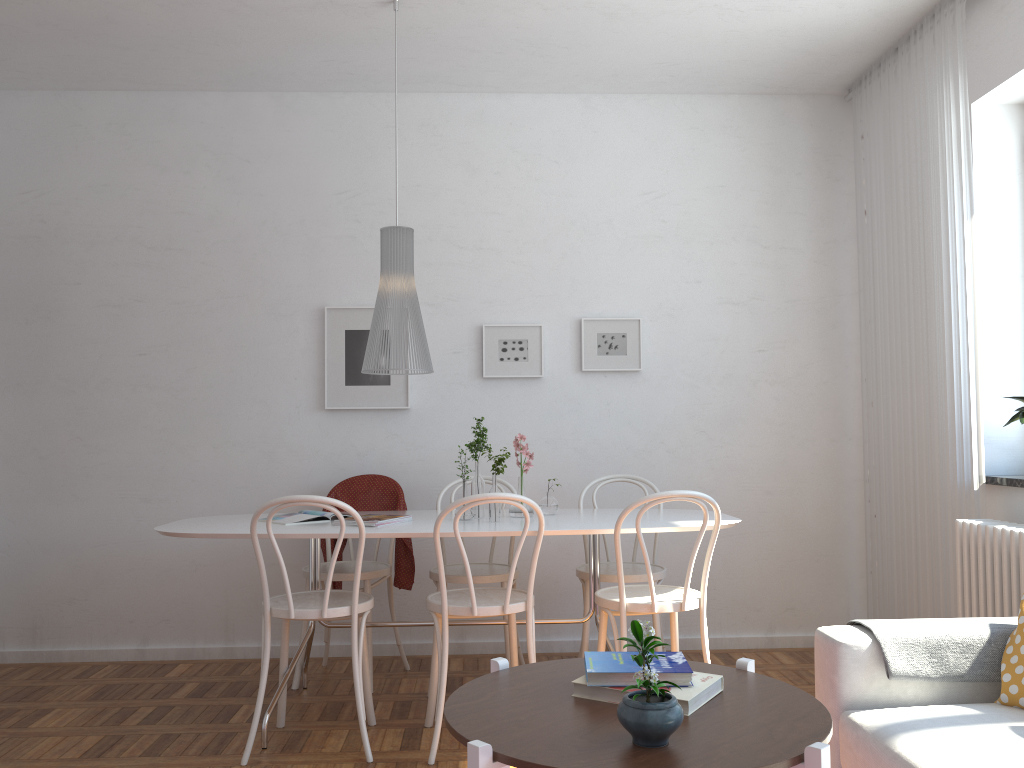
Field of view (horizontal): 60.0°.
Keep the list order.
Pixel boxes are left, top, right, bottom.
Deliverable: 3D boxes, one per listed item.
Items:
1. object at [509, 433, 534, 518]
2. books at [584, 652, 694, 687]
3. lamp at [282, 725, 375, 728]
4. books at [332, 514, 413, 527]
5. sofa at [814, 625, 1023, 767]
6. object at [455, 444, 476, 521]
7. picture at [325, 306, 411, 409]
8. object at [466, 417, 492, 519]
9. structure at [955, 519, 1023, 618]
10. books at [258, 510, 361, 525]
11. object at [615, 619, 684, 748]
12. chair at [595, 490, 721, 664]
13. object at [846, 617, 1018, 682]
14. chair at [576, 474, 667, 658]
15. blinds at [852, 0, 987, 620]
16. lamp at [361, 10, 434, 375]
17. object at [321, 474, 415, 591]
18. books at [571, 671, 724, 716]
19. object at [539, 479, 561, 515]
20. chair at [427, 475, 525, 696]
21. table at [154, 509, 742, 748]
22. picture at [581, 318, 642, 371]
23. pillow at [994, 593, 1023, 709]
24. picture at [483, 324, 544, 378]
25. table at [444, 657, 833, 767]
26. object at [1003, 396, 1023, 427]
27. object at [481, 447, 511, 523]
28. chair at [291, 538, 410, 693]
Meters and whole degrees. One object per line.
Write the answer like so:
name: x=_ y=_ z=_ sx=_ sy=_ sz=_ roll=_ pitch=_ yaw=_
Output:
object: x=0.039 y=0.381 z=3.715 sx=0.108 sy=0.348 sz=0.111 roll=1 pitch=-3 yaw=-33
books: x=0.215 y=0.490 z=1.530 sx=0.174 sy=0.024 sz=0.136 roll=-1 pitch=-3 yaw=3
lamp: x=0.461 y=0.531 z=1.602 sx=0.332 sy=1.345 sz=4.595 roll=1 pitch=-3 yaw=-33
books: x=-0.545 y=0.538 z=3.502 sx=0.204 sy=0.022 sz=0.278 roll=-2 pitch=-4 yaw=24
sofa: x=1.341 y=0.750 z=1.180 sx=1.004 sy=0.842 sz=2.464 roll=0 pitch=-3 yaw=-2
object: x=-0.190 y=0.396 z=3.589 sx=0.084 sy=0.308 sz=0.084 roll=-3 pitch=-3 yaw=43
picture: x=-0.739 y=-0.134 z=4.547 sx=0.431 sy=0.524 sz=0.050 roll=0 pitch=-2 yaw=-2
object: x=-0.134 y=0.344 z=3.659 sx=0.110 sy=0.419 sz=0.107 roll=0 pitch=-2 yaw=-14
structure: x=1.806 y=0.797 z=2.923 sx=0.224 sy=0.623 sz=0.973 roll=0 pitch=-3 yaw=-2
books: x=-0.823 y=0.548 z=3.694 sx=0.405 sy=0.029 sz=0.266 roll=2 pitch=-4 yaw=-42
object: x=0.196 y=0.427 z=1.284 sx=0.096 sy=0.174 sz=0.109 roll=1 pitch=-3 yaw=-24
chair: x=0.975 y=0.533 z=1.750 sx=0.448 sy=1.341 sz=3.697 roll=0 pitch=-3 yaw=-17
object: x=1.204 y=0.882 z=2.315 sx=0.608 sy=0.533 sz=0.288 roll=0 pitch=-2 yaw=-2
chair: x=0.508 y=0.879 z=4.011 sx=0.448 sy=0.917 sz=0.520 roll=-1 pitch=-2 yaw=3
blinds: x=1.798 y=-0.124 z=3.979 sx=0.055 sy=2.885 sz=1.038 roll=0 pitch=-2 yaw=-2
lamp: x=-0.471 y=-0.793 z=3.625 sx=0.293 sy=1.495 sz=0.293 roll=-3 pitch=-3 yaw=43
object: x=-0.698 y=0.733 z=4.322 sx=0.491 sy=0.579 sz=0.201 roll=-1 pitch=-2 yaw=12
books: x=0.232 y=0.514 z=1.512 sx=0.209 sy=0.026 sz=0.162 roll=-3 pitch=-4 yaw=33
object: x=0.161 y=0.484 z=3.807 sx=0.087 sy=0.151 sz=0.112 roll=-1 pitch=-3 yaw=20
chair: x=-0.151 y=0.886 z=4.025 sx=0.448 sy=0.917 sz=0.520 roll=0 pitch=-2 yaw=-2
table: x=-0.237 y=0.936 z=3.600 sx=2.289 sy=0.769 sz=0.932 roll=0 pitch=-3 yaw=-2
picture: x=0.516 y=-0.204 z=4.600 sx=0.311 sy=0.273 sz=0.047 roll=0 pitch=-2 yaw=-2
pillow: x=1.390 y=0.616 z=2.045 sx=0.313 sy=0.317 sz=0.465 roll=1 pitch=-3 yaw=-34
picture: x=0.006 y=-0.170 z=4.579 sx=0.311 sy=0.273 sz=0.047 roll=0 pitch=-2 yaw=-2
table: x=0.201 y=0.853 z=1.442 sx=0.618 sy=0.687 sz=0.618 roll=0 pitch=-3 yaw=-4
object: x=1.946 y=0.185 z=3.171 sx=0.354 sy=0.315 sz=0.292 roll=0 pitch=-3 yaw=-11
object: x=-0.052 y=0.397 z=3.498 sx=0.098 sy=0.293 sz=0.146 roll=-2 pitch=-3 yaw=31
chair: x=-0.730 y=0.897 z=4.124 sx=0.448 sy=0.917 sz=0.520 roll=-1 pitch=-3 yaw=8
